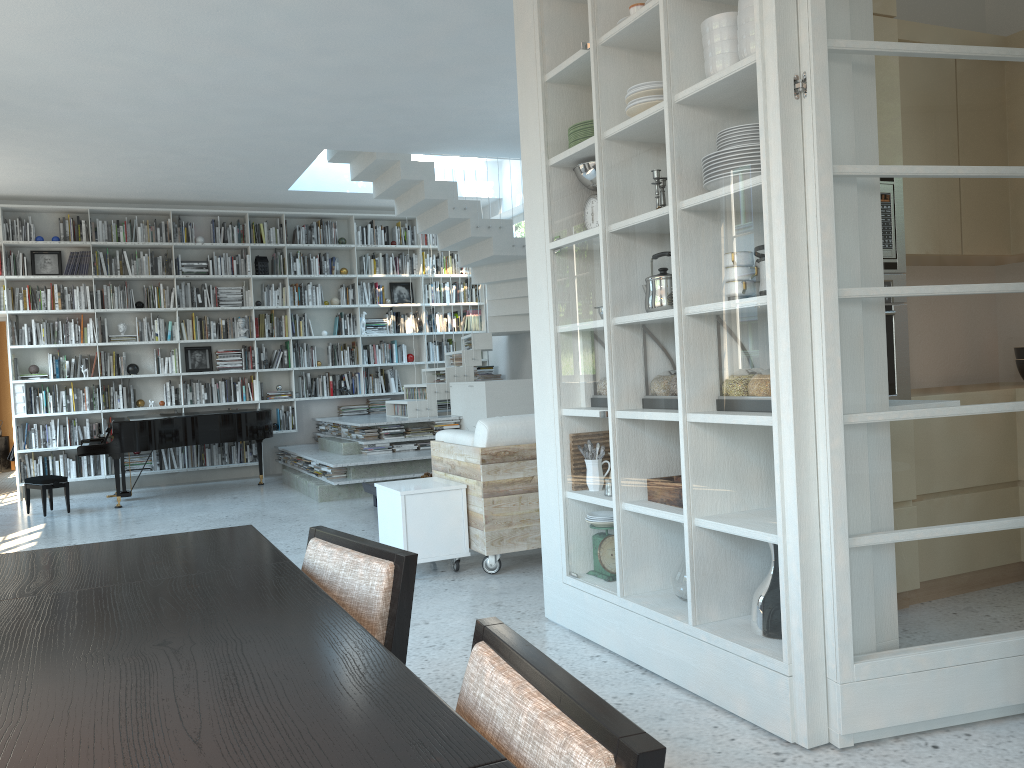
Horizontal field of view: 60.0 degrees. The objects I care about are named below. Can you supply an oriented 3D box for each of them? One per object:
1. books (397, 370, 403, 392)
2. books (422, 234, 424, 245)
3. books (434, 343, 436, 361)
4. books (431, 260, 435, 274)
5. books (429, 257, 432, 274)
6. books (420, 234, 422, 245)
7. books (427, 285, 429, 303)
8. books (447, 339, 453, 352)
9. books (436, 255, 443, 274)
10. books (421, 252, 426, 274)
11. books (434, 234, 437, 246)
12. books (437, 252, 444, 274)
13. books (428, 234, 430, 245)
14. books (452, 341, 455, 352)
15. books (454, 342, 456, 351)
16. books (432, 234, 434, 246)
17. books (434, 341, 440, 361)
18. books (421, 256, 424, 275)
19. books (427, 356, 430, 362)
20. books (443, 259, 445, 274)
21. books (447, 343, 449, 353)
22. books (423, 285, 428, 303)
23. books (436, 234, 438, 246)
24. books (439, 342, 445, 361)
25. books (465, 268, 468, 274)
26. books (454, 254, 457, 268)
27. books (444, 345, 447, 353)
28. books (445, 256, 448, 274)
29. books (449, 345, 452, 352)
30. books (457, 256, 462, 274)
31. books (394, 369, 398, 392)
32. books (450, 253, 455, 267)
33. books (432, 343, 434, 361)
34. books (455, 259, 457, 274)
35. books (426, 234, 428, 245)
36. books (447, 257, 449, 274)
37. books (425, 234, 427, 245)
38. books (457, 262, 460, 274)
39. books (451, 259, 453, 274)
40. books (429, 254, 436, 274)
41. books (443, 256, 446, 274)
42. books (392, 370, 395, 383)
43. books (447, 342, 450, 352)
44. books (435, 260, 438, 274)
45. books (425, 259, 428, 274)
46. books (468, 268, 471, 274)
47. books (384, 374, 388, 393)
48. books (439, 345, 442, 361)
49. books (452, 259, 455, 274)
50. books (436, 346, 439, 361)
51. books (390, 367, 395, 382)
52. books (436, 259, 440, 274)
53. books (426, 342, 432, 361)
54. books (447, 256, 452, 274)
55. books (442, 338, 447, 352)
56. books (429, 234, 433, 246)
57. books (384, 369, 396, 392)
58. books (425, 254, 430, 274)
[{"bbox_3d":[-1.454,-0.035,11.308,0.062,0.274,0.148,-4,2,-25],"label":"books"},{"bbox_3d":[-1.175,-1.892,11.425,0.022,0.275,0.160,-4,2,-25],"label":"books"},{"bbox_3d":[-1.023,-0.412,11.499,0.022,0.242,0.151,-4,2,-25],"label":"books"},{"bbox_3d":[-1.033,-1.490,11.395,0.024,0.193,0.190,-4,1,-25],"label":"books"},{"bbox_3d":[-1.070,-1.503,11.385,0.049,0.224,0.161,-4,1,-25],"label":"books"},{"bbox_3d":[-1.195,-1.909,11.401,0.011,0.313,0.172,-4,2,-25],"label":"books"},{"bbox_3d":[-1.115,-1.147,11.466,0.026,0.250,0.160,-4,2,-25],"label":"books"},{"bbox_3d":[-0.808,-0.446,11.596,0.011,0.284,0.161,-4,2,-25],"label":"books"},{"bbox_3d":[-0.937,-1.526,11.442,0.023,0.254,0.189,-4,1,-25],"label":"books"},{"bbox_3d":[-1.142,-1.534,11.348,0.010,0.294,0.183,-4,2,-25],"label":"books"},{"bbox_3d":[-1.023,-1.901,11.500,0.027,0.275,0.148,-4,2,-25],"label":"books"},{"bbox_3d":[-0.919,-1.548,11.455,0.022,0.296,0.152,-4,2,-25],"label":"books"},{"bbox_3d":[-1.103,-1.873,11.443,0.022,0.229,0.175,-4,1,-25],"label":"books"},{"bbox_3d":[-0.781,-0.432,11.621,0.012,0.254,0.161,-4,2,-25],"label":"books"},{"bbox_3d":[-0.768,-0.426,11.623,0.013,0.240,0.166,-4,2,-25],"label":"books"},{"bbox_3d":[-1.050,-1.914,11.477,0.012,0.306,0.184,-4,2,-25],"label":"books"},{"bbox_3d":[-0.982,-0.427,11.532,0.024,0.267,0.133,-4,2,-25],"label":"books"},{"bbox_3d":[-1.173,-1.532,11.360,0.036,0.294,0.135,-4,2,-25],"label":"books"},{"bbox_3d":[-1.131,-0.422,11.456,0.085,0.278,0.159,-4,2,-25],"label":"books"},{"bbox_3d":[-0.902,-1.504,11.467,0.014,0.206,0.184,-4,1,-25],"label":"books"},{"bbox_3d":[-0.863,-0.416,11.575,0.014,0.230,0.172,-4,1,-25],"label":"books"},{"bbox_3d":[-1.127,-1.149,11.446,0.012,0.254,0.161,-4,2,-25],"label":"books"},{"bbox_3d":[-0.998,-1.894,11.506,0.022,0.259,0.163,-4,2,-25],"label":"books"},{"bbox_3d":[-0.922,-0.421,11.524,0.027,0.248,0.184,-4,1,-25],"label":"books"},{"bbox_3d":[-0.628,-1.546,11.674,0.070,0.254,0.154,-4,2,-25],"label":"books"},{"bbox_3d":[-0.760,-1.552,11.628,0.024,0.281,0.153,-4,2,-25],"label":"books"},{"bbox_3d":[-0.895,-0.399,11.567,0.027,0.201,0.164,-4,1,-25],"label":"books"},{"bbox_3d":[-0.874,-1.522,11.487,0.012,0.238,0.165,-4,2,-25],"label":"books"},{"bbox_3d":[-0.817,-0.406,11.583,0.021,0.205,0.174,-4,1,-25],"label":"books"},{"bbox_3d":[-0.699,-1.545,11.634,0.022,0.261,0.160,-4,2,-25],"label":"books"},{"bbox_3d":[-1.490,-0.040,11.281,0.025,0.287,0.160,-4,2,-25],"label":"books"},{"bbox_3d":[-0.783,-1.557,11.604,0.010,0.295,0.165,-4,2,-25],"label":"books"},{"bbox_3d":[-1.049,-0.407,11.486,0.037,0.236,0.153,-4,2,-25],"label":"books"},{"bbox_3d":[-0.765,-1.517,11.598,0.013,0.213,0.186,-4,1,-25],"label":"books"},{"bbox_3d":[-1.118,-1.892,11.433,0.012,0.269,0.184,-4,2,-25],"label":"books"},{"bbox_3d":[-0.859,-1.515,11.483,0.013,0.222,0.174,-4,1,-25],"label":"books"},{"bbox_3d":[-1.135,-1.900,11.439,0.013,0.286,0.150,-4,2,-25],"label":"books"},{"bbox_3d":[-0.730,-1.504,11.641,0.034,0.183,0.156,-4,1,-25],"label":"books"},{"bbox_3d":[-0.820,-1.516,11.595,0.024,0.217,0.167,-4,1,-25],"label":"books"},{"bbox_3d":[-1.020,-1.526,11.417,0.023,0.263,0.158,-4,2,-25],"label":"books"},{"bbox_3d":[-0.890,-1.523,11.479,0.022,0.242,0.144,-4,2,-25],"label":"books"},{"bbox_3d":[-1.525,-0.037,11.283,0.012,0.285,0.159,-4,2,-25],"label":"books"},{"bbox_3d":[-0.851,-0.422,11.598,0.027,0.242,0.131,-4,2,-25],"label":"books"},{"bbox_3d":[-1.008,-1.495,11.468,0.038,0.199,0.170,-4,1,-25],"label":"books"},{"bbox_3d":[-1.124,-1.490,11.357,0.024,0.205,0.165,-4,1,-25],"label":"books"},{"bbox_3d":[-0.584,-1.528,11.691,0.023,0.213,0.180,-4,1,-25],"label":"books"},{"bbox_3d":[-1.611,-0.009,11.234,0.031,0.239,0.171,-4,1,-25],"label":"books"},{"bbox_3d":[-0.956,-0.399,11.537,0.025,0.208,0.149,-4,1,-25],"label":"books"},{"bbox_3d":[-0.793,-1.519,11.591,0.023,0.220,0.171,-4,1,-25],"label":"books"},{"bbox_3d":[-0.997,-0.393,11.505,0.029,0.201,0.172,-4,1,-25],"label":"books"},{"bbox_3d":[-1.517,-0.058,11.293,0.012,0.326,0.136,-4,2,-25],"label":"books"},{"bbox_3d":[-0.965,-1.503,11.450,0.025,0.211,0.134,-4,2,-25],"label":"books"},{"bbox_3d":[-1.074,-0.414,11.466,0.024,0.252,0.175,-4,2,-25],"label":"books"},{"bbox_3d":[-0.844,-1.526,11.515,0.042,0.242,0.247,-4,1,-25],"label":"books"},{"bbox_3d":[-0.879,-0.448,11.574,0.013,0.297,0.141,-4,2,-25],"label":"books"},{"bbox_3d":[-1.074,-1.882,11.465,0.023,0.244,0.182,-4,1,-25],"label":"books"},{"bbox_3d":[-1.547,-0.038,11.217,0.075,0.291,0.255,-4,1,-25],"label":"books"},{"bbox_3d":[-1.100,-1.521,11.359,0.026,0.263,0.189,-4,1,-25],"label":"books"}]
